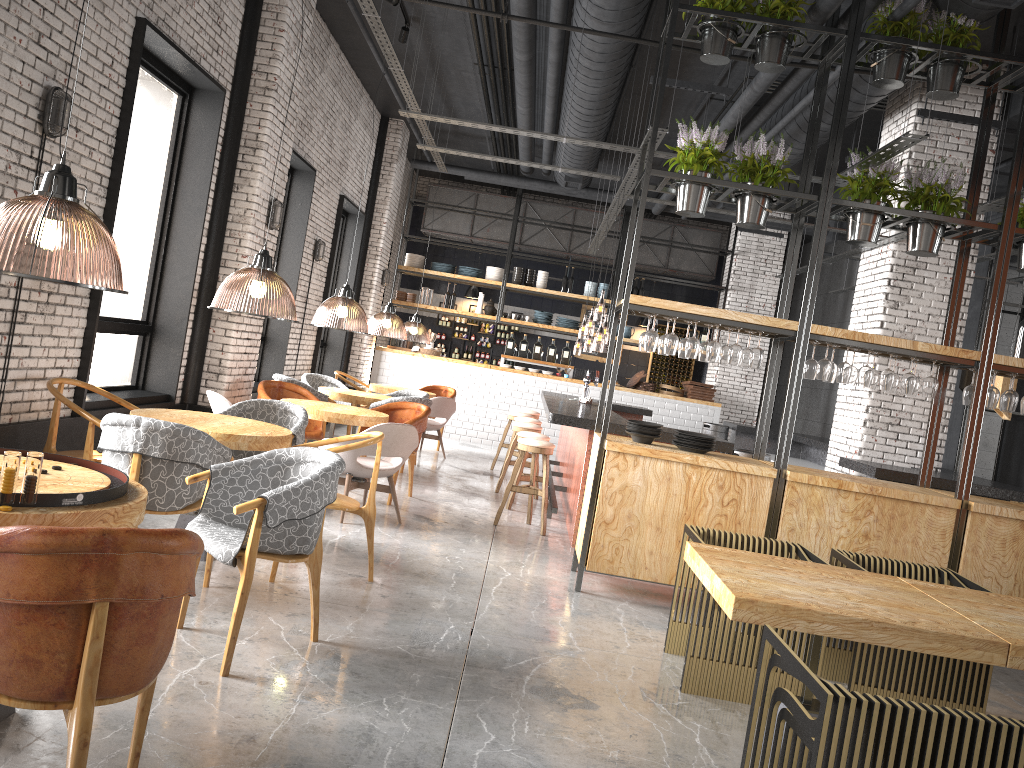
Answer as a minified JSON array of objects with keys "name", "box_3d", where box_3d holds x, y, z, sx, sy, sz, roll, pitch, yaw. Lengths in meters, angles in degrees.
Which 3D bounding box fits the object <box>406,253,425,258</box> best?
[{"name":"object","box_3d":[-1.691,-2.242,15.540,0.334,0.039,0.335,9,2,-8]}]

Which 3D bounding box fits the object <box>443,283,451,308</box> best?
[{"name":"object","box_3d":[-1.142,-1.554,15.679,0.098,0.471,0.098,9,1,-21]}]

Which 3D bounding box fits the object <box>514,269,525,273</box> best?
[{"name":"object","box_3d":[0.121,-1.940,15.503,0.196,0.107,0.196,10,2,29]}]

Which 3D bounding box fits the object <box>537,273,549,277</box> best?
[{"name":"object","box_3d":[0.536,-1.870,15.497,0.196,0.100,0.196,9,1,-3]}]

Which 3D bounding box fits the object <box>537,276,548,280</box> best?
[{"name":"object","box_3d":[0.527,-1.827,15.500,0.197,0.103,0.196,10,1,18]}]

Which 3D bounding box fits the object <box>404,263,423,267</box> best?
[{"name":"object","box_3d":[-1.721,-2.073,15.542,0.334,0.039,0.335,9,2,-12]}]

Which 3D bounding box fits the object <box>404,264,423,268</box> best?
[{"name":"object","box_3d":[-1.724,-2.055,15.542,0.335,0.042,0.334,11,2,40]}]

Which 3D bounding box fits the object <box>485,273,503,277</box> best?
[{"name":"object","box_3d":[-0.301,-1.895,15.510,0.334,0.040,0.335,8,2,-44]}]

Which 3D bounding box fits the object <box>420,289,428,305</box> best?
[{"name":"object","box_3d":[-1.513,-1.503,15.347,0.107,0.264,0.152,10,1,29]}]

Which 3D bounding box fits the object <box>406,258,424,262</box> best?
[{"name":"object","box_3d":[-1.704,-2.165,15.541,0.335,0.038,0.334,10,2,22]}]

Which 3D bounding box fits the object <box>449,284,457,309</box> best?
[{"name":"object","box_3d":[-1.035,-1.536,15.677,0.098,0.471,0.098,9,1,-21]}]

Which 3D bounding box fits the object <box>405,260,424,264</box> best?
[{"name":"object","box_3d":[-1.711,-2.131,15.541,0.335,0.038,0.334,10,2,26]}]

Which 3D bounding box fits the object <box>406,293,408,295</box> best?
[{"name":"object","box_3d":[-1.904,-1.591,15.680,0.157,0.053,0.168,9,2,1]}]

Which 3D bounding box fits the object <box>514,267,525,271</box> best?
[{"name":"object","box_3d":[0.120,-1.985,15.507,0.196,0.105,0.196,10,1,22]}]

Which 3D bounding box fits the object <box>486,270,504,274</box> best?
[{"name":"object","box_3d":[-0.292,-1.949,15.511,0.334,0.041,0.335,9,2,-29]}]

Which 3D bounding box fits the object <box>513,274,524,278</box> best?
[{"name":"object","box_3d":[0.101,-1.853,15.508,0.197,0.102,0.196,10,2,30]}]

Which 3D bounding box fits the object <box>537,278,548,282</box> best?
[{"name":"object","box_3d":[0.522,-1.783,15.495,0.197,0.104,0.196,10,2,37]}]

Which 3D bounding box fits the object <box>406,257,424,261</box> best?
[{"name":"object","box_3d":[-1.702,-2.184,15.541,0.334,0.035,0.335,9,2,-23]}]

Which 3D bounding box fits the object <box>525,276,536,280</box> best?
[{"name":"object","box_3d":[0.312,-1.818,15.498,0.196,0.107,0.196,9,2,-27]}]

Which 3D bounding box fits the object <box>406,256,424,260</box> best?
[{"name":"object","box_3d":[-1.699,-2.204,15.540,0.334,0.040,0.335,9,2,-9]}]

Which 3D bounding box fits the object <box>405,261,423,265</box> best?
[{"name":"object","box_3d":[-1.714,-2.112,15.541,0.334,0.042,0.335,8,2,-39]}]

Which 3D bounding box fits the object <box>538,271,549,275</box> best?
[{"name":"object","box_3d":[0.543,-1.914,15.499,0.196,0.103,0.197,9,1,-21]}]

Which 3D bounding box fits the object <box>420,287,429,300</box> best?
[{"name":"object","box_3d":[-1.527,-1.538,15.600,0.126,0.313,0.179,10,1,34]}]

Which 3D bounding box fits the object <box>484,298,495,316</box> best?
[{"name":"object","box_3d":[-0.384,-1.340,15.454,0.196,0.305,0.196,10,1,39]}]

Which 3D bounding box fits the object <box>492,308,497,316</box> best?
[{"name":"object","box_3d":[-0.356,-1.292,15.655,0.203,0.213,0.203,10,1,39]}]

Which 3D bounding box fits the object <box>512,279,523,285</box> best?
[{"name":"object","box_3d":[0.086,-1.765,15.509,0.196,0.102,0.196,10,1,13]}]

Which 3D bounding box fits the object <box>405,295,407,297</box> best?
[{"name":"object","box_3d":[-1.910,-1.551,15.681,0.157,0.053,0.168,9,2,1]}]

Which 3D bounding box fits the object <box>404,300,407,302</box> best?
[{"name":"object","box_3d":[-1.924,-1.471,15.681,0.157,0.053,0.168,9,2,1]}]

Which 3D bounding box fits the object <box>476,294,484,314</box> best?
[{"name":"object","box_3d":[-0.542,-1.391,15.444,0.132,0.360,0.126,10,1,26]}]

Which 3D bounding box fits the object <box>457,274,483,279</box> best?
[{"name":"object","box_3d":[-0.733,-1.865,15.521,0.454,0.033,0.454,10,2,9]}]

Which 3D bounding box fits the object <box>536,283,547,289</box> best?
[{"name":"object","box_3d":[0.507,-1.695,15.495,0.196,0.105,0.196,9,1,-21]}]

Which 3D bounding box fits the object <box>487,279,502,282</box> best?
[{"name":"object","box_3d":[-0.317,-1.799,15.512,0.335,0.033,0.334,11,2,39]}]

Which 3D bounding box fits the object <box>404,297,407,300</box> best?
[{"name":"object","box_3d":[-1.916,-1.515,15.681,0.157,0.053,0.168,9,2,1]}]

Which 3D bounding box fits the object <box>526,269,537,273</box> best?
[{"name":"object","box_3d":[0.332,-1.949,15.503,0.196,0.103,0.197,9,1,-23]}]

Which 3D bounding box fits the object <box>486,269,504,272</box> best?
[{"name":"object","box_3d":[-0.289,-1.968,15.511,0.334,0.044,0.335,9,2,-28]}]

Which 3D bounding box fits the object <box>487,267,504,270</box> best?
[{"name":"object","box_3d":[-0.282,-2.006,15.511,0.334,0.039,0.335,9,2,-25]}]

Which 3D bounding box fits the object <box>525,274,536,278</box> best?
[{"name":"object","box_3d":[0.317,-1.862,15.500,0.196,0.102,0.196,10,1,12]}]

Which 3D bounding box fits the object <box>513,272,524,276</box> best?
[{"name":"object","box_3d":[0.109,-1.896,15.506,0.196,0.100,0.197,9,2,-33]}]

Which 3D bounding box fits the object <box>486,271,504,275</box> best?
[{"name":"object","box_3d":[-0.296,-1.930,15.510,0.334,0.043,0.335,9,2,-15]}]

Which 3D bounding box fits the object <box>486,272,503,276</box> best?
[{"name":"object","box_3d":[-0.299,-1.910,15.511,0.335,0.039,0.334,10,2,9]}]

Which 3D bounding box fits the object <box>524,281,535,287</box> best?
[{"name":"object","box_3d":[0.295,-1.731,15.506,0.197,0.104,0.196,11,2,37]}]

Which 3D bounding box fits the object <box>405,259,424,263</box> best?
[{"name":"object","box_3d":[-1.709,-2.147,15.542,0.335,0.043,0.334,11,2,40]}]

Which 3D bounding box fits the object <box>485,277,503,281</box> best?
[{"name":"object","box_3d":[-0.314,-1.819,15.513,0.334,0.046,0.335,9,2,-18]}]

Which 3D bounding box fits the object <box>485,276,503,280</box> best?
[{"name":"object","box_3d":[-0.310,-1.837,15.511,0.334,0.037,0.335,8,2,-33]}]

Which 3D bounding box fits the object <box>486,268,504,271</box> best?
[{"name":"object","box_3d":[-0.286,-1.987,15.510,0.334,0.039,0.335,9,2,-24]}]

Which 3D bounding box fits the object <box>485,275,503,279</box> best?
[{"name":"object","box_3d":[-0.308,-1.857,15.511,0.334,0.040,0.335,8,2,-35]}]

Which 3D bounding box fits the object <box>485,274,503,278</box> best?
[{"name":"object","box_3d":[-0.304,-1.876,15.512,0.334,0.039,0.335,8,2,-32]}]

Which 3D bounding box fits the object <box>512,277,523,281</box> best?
[{"name":"object","box_3d":[0.092,-1.810,15.508,0.196,0.104,0.197,9,2,-35]}]

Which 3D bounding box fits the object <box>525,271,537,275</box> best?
[{"name":"object","box_3d":[0.324,-1.905,15.500,0.196,0.102,0.196,9,1,-6]}]

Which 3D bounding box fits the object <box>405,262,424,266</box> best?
[{"name":"object","box_3d":[-1.717,-2.093,15.542,0.334,0.044,0.335,8,2,-32]}]

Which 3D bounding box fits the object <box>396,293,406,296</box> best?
[{"name":"object","box_3d":[-1.931,-1.547,15.426,0.157,0.053,0.168,9,2,1]}]

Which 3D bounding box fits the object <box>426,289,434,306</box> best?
[{"name":"object","box_3d":[-1.442,-1.505,15.453,0.118,0.293,0.169,10,1,6]}]

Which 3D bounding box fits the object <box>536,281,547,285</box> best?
[{"name":"object","box_3d":[0.512,-1.739,15.496,0.196,0.104,0.197,9,1,-23]}]

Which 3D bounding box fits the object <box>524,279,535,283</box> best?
[{"name":"object","box_3d":[0.303,-1.774,15.504,0.197,0.101,0.196,10,1,20]}]

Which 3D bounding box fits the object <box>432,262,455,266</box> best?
[{"name":"object","box_3d":[-1.192,-2.087,15.528,0.454,0.050,0.453,10,2,14]}]

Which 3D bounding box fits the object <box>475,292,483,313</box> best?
[{"name":"object","box_3d":[-0.571,-1.417,15.595,0.127,0.394,0.126,10,1,41]}]

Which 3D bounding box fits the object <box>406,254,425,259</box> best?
[{"name":"object","box_3d":[-1.695,-2.223,15.541,0.334,0.042,0.335,9,2,-3]}]

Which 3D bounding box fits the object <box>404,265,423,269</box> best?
[{"name":"object","box_3d":[-1.727,-2.034,15.542,0.335,0.033,0.334,11,2,39]}]
